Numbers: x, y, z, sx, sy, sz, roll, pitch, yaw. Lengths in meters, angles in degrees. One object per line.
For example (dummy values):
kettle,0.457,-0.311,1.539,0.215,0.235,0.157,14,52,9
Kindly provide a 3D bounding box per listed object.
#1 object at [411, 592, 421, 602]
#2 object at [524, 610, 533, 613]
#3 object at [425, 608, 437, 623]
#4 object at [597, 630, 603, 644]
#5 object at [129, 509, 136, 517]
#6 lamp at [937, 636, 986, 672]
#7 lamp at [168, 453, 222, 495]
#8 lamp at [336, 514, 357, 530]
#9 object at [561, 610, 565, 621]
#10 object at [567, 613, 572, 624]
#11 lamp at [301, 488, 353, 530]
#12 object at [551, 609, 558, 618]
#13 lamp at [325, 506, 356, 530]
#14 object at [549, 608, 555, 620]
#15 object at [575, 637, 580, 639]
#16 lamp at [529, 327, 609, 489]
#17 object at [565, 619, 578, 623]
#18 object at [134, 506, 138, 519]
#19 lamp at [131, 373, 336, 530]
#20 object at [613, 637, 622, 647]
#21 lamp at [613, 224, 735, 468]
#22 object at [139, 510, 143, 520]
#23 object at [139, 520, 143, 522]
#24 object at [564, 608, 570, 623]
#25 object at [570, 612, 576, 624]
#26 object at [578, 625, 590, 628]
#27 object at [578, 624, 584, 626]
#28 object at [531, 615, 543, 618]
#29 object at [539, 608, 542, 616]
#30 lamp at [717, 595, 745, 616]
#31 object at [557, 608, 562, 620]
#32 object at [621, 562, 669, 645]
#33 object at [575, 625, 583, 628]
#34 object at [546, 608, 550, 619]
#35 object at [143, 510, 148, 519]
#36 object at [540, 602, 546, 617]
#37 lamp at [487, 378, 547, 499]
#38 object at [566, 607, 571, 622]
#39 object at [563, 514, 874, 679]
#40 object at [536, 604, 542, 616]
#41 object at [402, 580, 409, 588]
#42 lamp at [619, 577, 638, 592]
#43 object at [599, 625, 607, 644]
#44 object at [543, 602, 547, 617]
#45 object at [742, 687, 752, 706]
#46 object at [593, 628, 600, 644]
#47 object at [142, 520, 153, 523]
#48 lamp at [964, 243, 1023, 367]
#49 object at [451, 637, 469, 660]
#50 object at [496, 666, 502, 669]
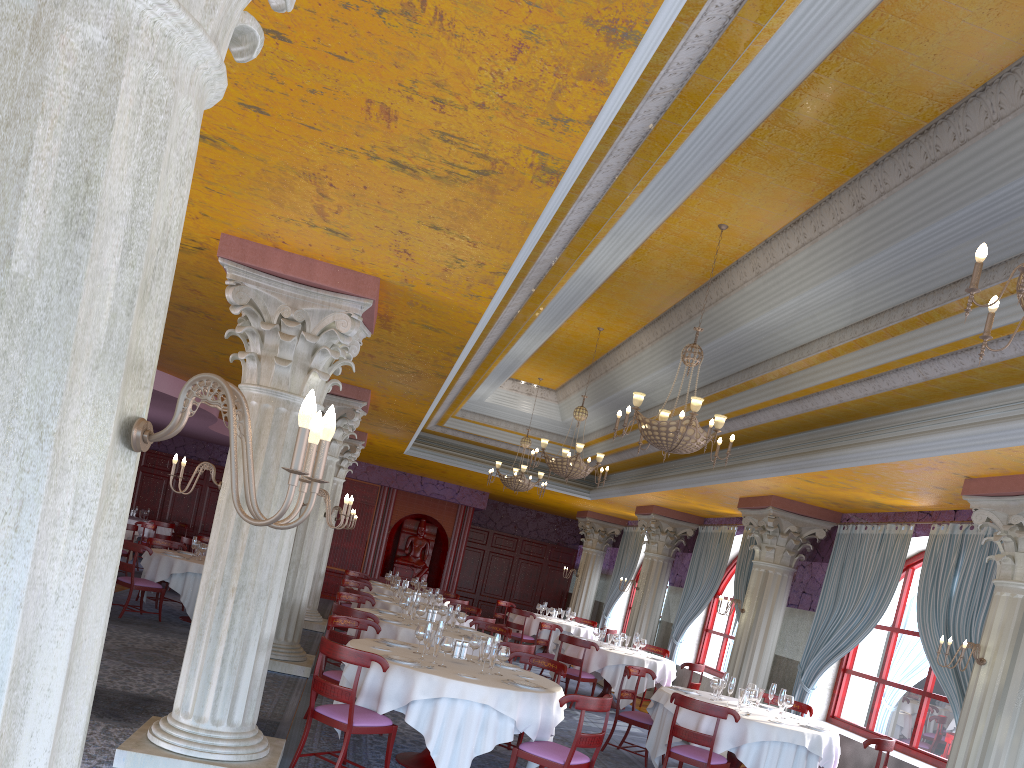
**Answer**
object,-1.561,3.459,13.985,0.148,0.212,0.069,14,1,-30
object,0.323,5.197,19.551,0.316,0.024,0.315,15,-12,-9
object,-1.027,2.949,10.986,0.148,0.212,0.069,14,1,-30
object,1.499,4.319,14.619,0.086,0.238,0.084,13,1,-7
object,-9.563,3.237,21.622,0.148,0.212,0.069,14,1,-30
lamp,3.932,2.375,7.497,0.390,0.274,0.336,16,-6,-22
lamp,-2.305,0.688,6.254,0.390,0.274,0.336,16,-6,-22
lamp,-3.033,2.507,15.684,0.390,0.274,0.336,16,-6,-22
object,1.150,5.252,19.427,0.084,0.238,0.086,13,2,16
object,1.260,5.173,18.933,0.088,0.238,0.083,12,2,-29
lamp,-1.371,0.918,6.334,0.390,0.274,0.336,16,-6,-22
object,0.965,5.135,19.205,0.148,0.212,0.069,14,1,-30
lamp,-2.201,1.712,11.004,0.390,0.274,0.336,16,-6,-22
object,0.862,5.026,18.734,0.126,0.265,0.118,12,1,-41
object,1.068,4.341,14.669,0.251,0.020,0.057,3,-14,39
lamp,0.969,0.273,11.688,0.932,2.187,0.984,13,1,36
object,1.362,5.479,19.764,0.316,0.024,0.315,15,-12,-9
object,-9.322,3.189,21.236,0.075,0.337,0.072,12,3,-18
lamp,-0.547,0.131,1.700,0.390,0.274,0.336,16,-6,-22
object,1.798,4.338,14.515,0.148,0.212,0.069,14,1,-30
lamp,1.666,-0.394,7.765,0.932,2.187,0.984,13,1,36
object,-9.268,3.275,21.350,0.088,0.238,0.083,12,2,-29
object,-9.092,3.352,20.980,0.227,0.013,0.028,5,-12,35
object,1.206,5.087,18.819,0.072,0.337,0.075,14,3,27
object,1.341,5.196,19.019,0.122,0.265,0.122,13,1,4
object,1.556,5.300,18.702,0.316,0.024,0.315,15,-12,-9
object,1.554,5.433,19.301,0.157,0.009,0.163,11,-12,10
object,0.517,5.018,18.490,0.316,0.024,0.315,15,-12,-9
object,0.665,5.116,19.308,0.088,0.238,0.083,12,2,-29
lamp,3.102,3.168,12.166,0.390,0.274,0.336,16,-6,-22
object,1.069,5.236,19.506,0.124,0.265,0.120,13,1,-18
object,3.354,4.732,19.406,0.161,2.541,3.578,12,-6,-8
object,1.435,5.249,18.563,0.227,0.013,0.028,5,-12,35
object,0.775,5.037,18.814,0.088,0.238,0.083,12,2,-29
object,-9.187,3.298,21.436,0.122,0.265,0.122,13,1,4
object,0.679,4.978,18.876,0.072,0.337,0.075,14,3,27
lamp,0.283,0.928,15.547,0.932,2.187,0.984,13,1,36
object,1.268,5.215,19.360,0.072,0.337,0.075,14,3,27
object,3.935,3.557,11.969,2.113,3.577,29.338,13,-11,-8
object,0.590,5.067,19.221,0.122,0.265,0.122,13,1,4
object,-2.139,4.011,17.238,0.148,0.212,0.069,14,1,-30
lamp,2.278,3.956,16.801,0.390,0.274,0.336,16,-6,-22
object,1.575,4.309,14.727,0.076,0.337,0.071,11,3,-41
object,0.741,5.106,19.417,0.072,0.337,0.075,14,3,27
object,2.662,3.512,9.655,0.148,0.212,0.069,14,1,-30
object,1.424,4.270,14.531,0.122,0.265,0.122,13,1,4
object,-8.972,3.402,21.119,0.323,0.024,0.309,19,-13,-29
lamp,2.479,-1.171,3.192,0.932,2.187,0.984,13,1,36
object,-0.468,2.414,7.840,0.148,0.212,0.069,14,1,-30
object,-0.156,2.708,8.216,0.135,0.011,0.031,4,-13,37
